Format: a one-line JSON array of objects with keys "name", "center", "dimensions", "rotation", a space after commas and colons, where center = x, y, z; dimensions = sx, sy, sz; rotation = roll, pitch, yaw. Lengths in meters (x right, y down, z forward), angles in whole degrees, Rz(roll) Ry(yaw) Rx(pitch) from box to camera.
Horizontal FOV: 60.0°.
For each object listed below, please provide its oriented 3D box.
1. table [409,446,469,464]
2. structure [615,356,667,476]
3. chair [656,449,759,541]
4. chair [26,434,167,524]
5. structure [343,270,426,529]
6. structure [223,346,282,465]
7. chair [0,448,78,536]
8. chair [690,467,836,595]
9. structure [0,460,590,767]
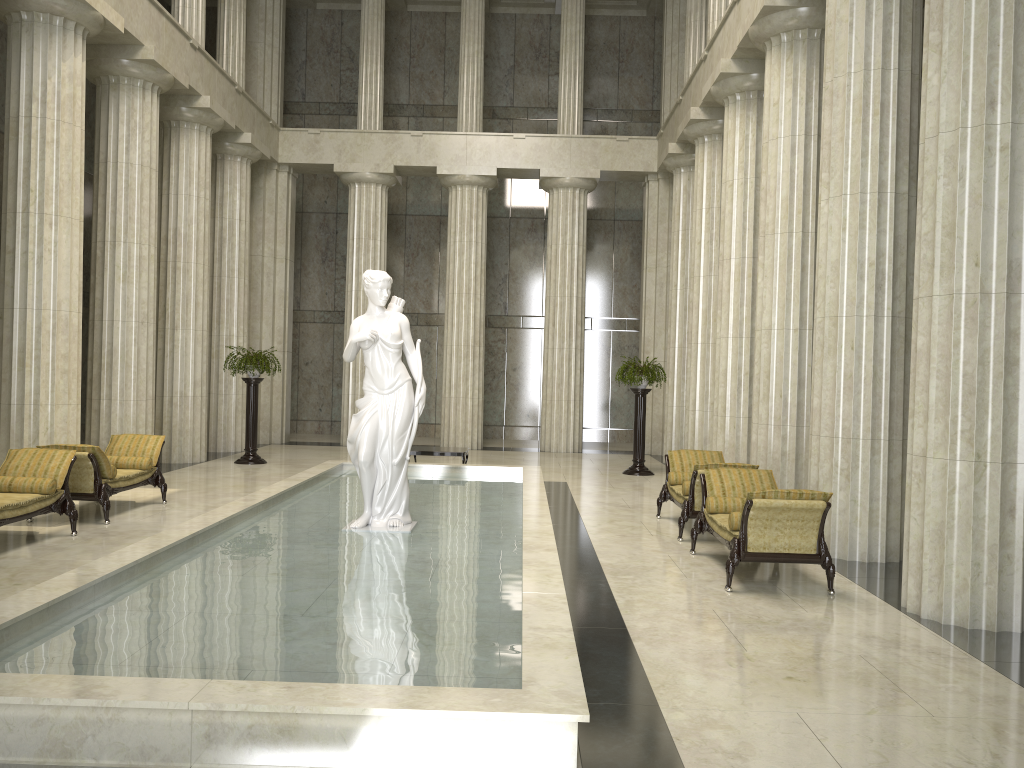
[{"name": "table", "center": [-1.382, 1.470, 16.670], "dimensions": [1.134, 0.494, 1.123], "rotation": [2, 0, -1]}, {"name": "structure", "center": [2.574, 0.621, 17.849], "dimensions": [1.053, 2.386, 1.159], "rotation": [2, 0, 6]}, {"name": "chair", "center": [2.478, 1.389, 11.340], "dimensions": [0.993, 0.950, 2.172], "rotation": [2, 0, 1]}, {"name": "chair", "center": [-5.276, 1.177, 11.437], "dimensions": [0.993, 0.950, 2.172], "rotation": [2, 0, 1]}, {"name": "structure", "center": [-1.434, 0.247, 9.902], "dimensions": [0.940, 3.044, 0.729], "rotation": [2, 0, -5]}, {"name": "structure", "center": [-5.257, 0.407, 17.954], "dimensions": [1.159, 2.386, 1.053], "rotation": [2, 0, -4]}, {"name": "chair", "center": [-5.308, 1.196, 8.969], "dimensions": [0.993, 0.950, 2.172], "rotation": [2, 0, 1]}, {"name": "chair", "center": [2.446, 1.408, 8.872], "dimensions": [0.993, 0.950, 2.172], "rotation": [2, 0, 1]}, {"name": "structure", "center": [-1.448, 1.700, 9.939], "dimensions": [3.754, 0.508, 11.573], "rotation": [2, 0, 1]}]
